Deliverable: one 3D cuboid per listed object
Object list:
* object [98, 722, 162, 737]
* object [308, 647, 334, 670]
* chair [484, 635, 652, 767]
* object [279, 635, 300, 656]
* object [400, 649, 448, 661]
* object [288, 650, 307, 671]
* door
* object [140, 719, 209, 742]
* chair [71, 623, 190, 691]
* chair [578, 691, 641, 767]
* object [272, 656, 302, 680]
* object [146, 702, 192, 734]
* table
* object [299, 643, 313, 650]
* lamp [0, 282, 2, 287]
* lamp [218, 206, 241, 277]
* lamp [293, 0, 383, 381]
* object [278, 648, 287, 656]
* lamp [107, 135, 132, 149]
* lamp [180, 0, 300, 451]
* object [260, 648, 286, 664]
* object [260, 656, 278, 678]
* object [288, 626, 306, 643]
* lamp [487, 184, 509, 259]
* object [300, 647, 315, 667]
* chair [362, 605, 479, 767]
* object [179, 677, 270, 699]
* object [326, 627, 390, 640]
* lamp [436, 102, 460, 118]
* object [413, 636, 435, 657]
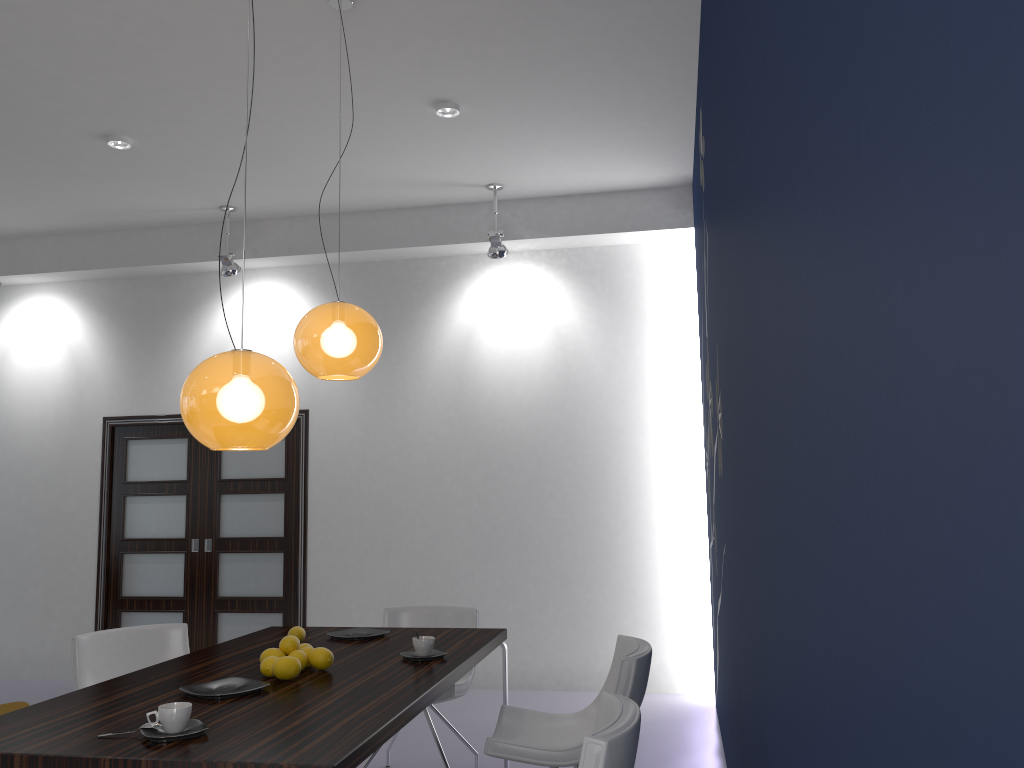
[{"bbox_3d":[-0.971,0.877,2.253,0.155,0.028,0.032,0,-7,-9],"label":"object"},{"bbox_3d":[-0.661,0.952,3.073,0.079,0.077,0.094,4,-9,-35],"label":"object"},{"bbox_3d":[0.229,1.392,3.343,0.620,0.805,0.508,-2,-7,5],"label":"chair"},{"bbox_3d":[-0.779,0.917,3.110,0.070,0.068,0.083,-3,-7,14],"label":"object"},{"bbox_3d":[-0.326,1.002,3.273,0.154,0.020,0.154,4,-9,-34],"label":"object"},{"bbox_3d":[-0.740,0.954,3.052,0.069,0.071,0.081,1,-7,-12],"label":"object"},{"bbox_3d":[-2.398,1.265,6.974,1.764,2.061,0.220,-2,-7,10],"label":"door"},{"bbox_3d":[-0.857,0.883,2.252,0.154,0.020,0.154,4,-9,-33],"label":"object"},{"bbox_3d":[-1.570,1.485,3.826,0.508,0.805,0.620,6,-10,-44],"label":"chair"},{"bbox_3d":[0.039,1.267,2.328,0.620,0.805,0.508,-2,-7,10],"label":"chair"},{"bbox_3d":[-0.739,0.933,2.912,0.094,0.077,0.079,1,-7,-16],"label":"object"},{"bbox_3d":[-0.864,0.851,2.248,0.081,0.064,0.101,-6,-9,36],"label":"object"},{"bbox_3d":[-0.755,1.380,3.016,1.127,0.783,2.046,-2,-7,10],"label":"table"},{"bbox_3d":[-0.753,0.976,3.216,0.070,0.068,0.083,-3,-7,14],"label":"object"},{"bbox_3d":[-4.040,-0.952,6.859,0.150,0.511,0.185,-2,-7,10],"label":"lamp"},{"bbox_3d":[-2.074,-1.033,6.502,0.150,0.511,0.185,-2,-7,10],"label":"lamp"},{"bbox_3d":[-0.718,-0.839,3.697,0.359,1.645,0.358,-4,-8,21],"label":"lamp"},{"bbox_3d":[-0.809,0.969,3.148,0.083,0.068,0.070,2,-8,-21],"label":"object"},{"bbox_3d":[-2.319,-1.428,5.241,0.132,0.035,0.132,4,-9,-36],"label":"lamp"},{"bbox_3d":[-0.862,-0.775,2.877,0.358,1.974,0.359,-3,-7,15],"label":"lamp"},{"bbox_3d":[-0.823,0.952,3.059,0.094,0.080,0.076,-3,-7,12],"label":"object"},{"bbox_3d":[-0.804,0.945,2.965,0.070,0.068,0.083,-3,-7,14],"label":"object"},{"bbox_3d":[-0.886,1.034,3.651,0.070,0.068,0.083,-3,-7,14],"label":"object"},{"bbox_3d":[-0.108,-1.113,6.145,0.150,0.511,0.185,-2,-7,10],"label":"lamp"},{"bbox_3d":[-0.726,0.965,3.133,0.083,0.068,0.070,2,-8,-21],"label":"object"},{"bbox_3d":[-0.453,1.533,4.361,0.508,0.805,0.620,-2,-7,10],"label":"chair"},{"bbox_3d":[-0.892,0.947,2.757,0.232,0.020,0.232,-7,-9,38],"label":"object"},{"bbox_3d":[-0.662,1.077,3.815,0.232,0.020,0.232,-7,-9,38],"label":"object"},{"bbox_3d":[-0.353,-1.508,4.884,0.132,0.035,0.132,-2,-7,10],"label":"lamp"},{"bbox_3d":[-0.335,0.972,3.283,0.101,0.064,0.081,-6,-9,35],"label":"object"}]
